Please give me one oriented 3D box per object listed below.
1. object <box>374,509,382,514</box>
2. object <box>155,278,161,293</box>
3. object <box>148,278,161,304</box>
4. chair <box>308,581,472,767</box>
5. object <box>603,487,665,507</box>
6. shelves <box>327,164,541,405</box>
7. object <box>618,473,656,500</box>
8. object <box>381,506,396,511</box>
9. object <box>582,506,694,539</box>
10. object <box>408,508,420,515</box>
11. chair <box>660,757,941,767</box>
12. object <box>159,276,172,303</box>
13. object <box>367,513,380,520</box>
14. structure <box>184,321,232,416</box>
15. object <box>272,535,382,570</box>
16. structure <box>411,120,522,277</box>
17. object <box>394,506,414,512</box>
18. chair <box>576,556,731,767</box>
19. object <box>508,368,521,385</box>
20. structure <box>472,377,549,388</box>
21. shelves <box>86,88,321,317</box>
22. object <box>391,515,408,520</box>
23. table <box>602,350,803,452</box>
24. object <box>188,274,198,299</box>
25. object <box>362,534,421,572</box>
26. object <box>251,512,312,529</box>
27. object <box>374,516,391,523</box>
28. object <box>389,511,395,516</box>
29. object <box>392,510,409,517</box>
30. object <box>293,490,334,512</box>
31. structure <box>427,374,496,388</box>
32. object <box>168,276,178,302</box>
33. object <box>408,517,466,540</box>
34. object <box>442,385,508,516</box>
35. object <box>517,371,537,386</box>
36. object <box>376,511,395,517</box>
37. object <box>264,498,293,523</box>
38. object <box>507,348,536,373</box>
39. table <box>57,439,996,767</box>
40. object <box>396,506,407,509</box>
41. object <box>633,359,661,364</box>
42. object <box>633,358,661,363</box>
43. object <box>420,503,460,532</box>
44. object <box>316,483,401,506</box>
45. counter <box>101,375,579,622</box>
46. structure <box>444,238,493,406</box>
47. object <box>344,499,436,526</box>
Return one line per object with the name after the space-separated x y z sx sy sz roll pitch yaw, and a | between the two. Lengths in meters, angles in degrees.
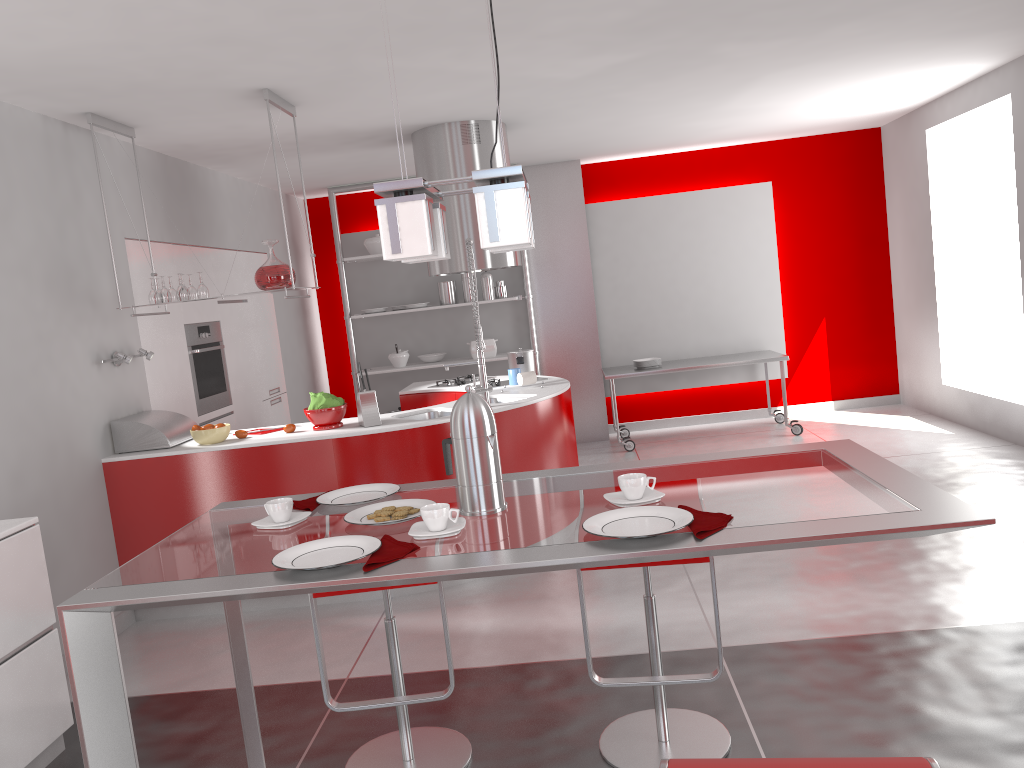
-0.306 0.301 2.088 0.036 0.006 0.034 -6 6 4 | object
-1.892 -0.495 4.754 0.060 0.141 0.060 -6 6 4 | object
-1.887 -0.486 4.668 0.060 0.141 0.060 -6 6 4 | object
-0.387 0.812 2.883 0.418 0.857 0.460 -7 6 -1 | chair
0.267 0.249 1.936 0.119 0.016 0.119 -8 6 -16 | object
-0.659 -0.576 8.051 1.735 2.599 0.535 -6 6 4 | shelves
0.271 0.225 1.931 0.078 0.049 0.062 -4 7 27 | object
-0.290 0.293 2.082 0.034 0.006 0.036 -7 6 -7 | object
0.245 0.273 1.725 0.217 0.015 0.217 -3 7 28 | object
-0.233 0.295 2.057 0.034 0.006 0.036 -4 7 25 | object
0.431 0.890 1.218 0.418 0.857 0.460 -5 6 12 | chair
-1.809 -0.490 4.613 0.060 0.141 0.060 -9 6 -19 | object
-0.318 0.306 2.052 0.036 0.006 0.034 -8 6 -12 | object
-2.026 -0.118 5.980 0.050 0.589 0.599 -6 6 4 | structure
-0.367 0.340 1.764 0.217 0.015 0.217 -9 6 -20 | object
-0.305 -1.243 6.051 0.644 0.958 0.644 -10 7 -29 | structure
-0.252 0.291 2.063 0.036 0.006 0.034 -4 7 28 | object
0.442 0.722 2.816 0.418 0.857 0.460 -6 6 9 | chair
0.013 -0.047 5.615 0.080 0.100 0.109 -9 6 -23 | object
-0.015 -0.026 5.946 0.457 0.037 0.303 -9 6 -21 | structure
-1.580 -0.914 4.637 0.934 1.023 0.462 -6 6 4 | shelves
-0.256 0.302 2.019 0.034 0.006 0.036 -6 6 8 | object
1.652 0.142 7.892 1.627 0.682 0.749 -6 6 5 | table
-1.712 -0.514 4.734 0.060 0.141 0.060 -6 6 4 | object
-0.229 0.327 1.751 0.095 0.012 0.234 -6 6 3 | object
-0.547 0.325 2.108 0.119 0.016 0.119 -4 6 24 | object
-0.295 0.307 2.017 0.036 0.006 0.034 -8 6 -17 | object
-0.274 0.300 2.058 0.036 0.006 0.034 -4 6 22 | object
-0.254 0.295 2.022 0.034 0.006 0.036 -5 6 16 | object
-0.530 0.305 2.300 0.095 0.012 0.234 -6 6 4 | object
-0.356 -0.029 6.357 0.303 0.037 0.457 -3 7 34 | structure
-1.810 -0.500 4.717 0.060 0.141 0.060 -6 6 4 | object
-0.156 0.306 1.865 0.119 0.016 0.119 -6 6 2 | object
-0.098 0.146 2.006 0.149 0.287 0.113 -5 6 12 | object
0.086 -0.035 5.507 0.100 0.080 0.109 -9 7 -26 | object
-0.291 0.298 2.039 0.036 0.006 0.034 -1 8 41 | object
-0.557 0.303 2.106 0.078 0.049 0.062 -6 6 4 | object
0.065 -0.149 5.966 0.189 0.185 0.218 -11 7 -33 | object
0.074 0.773 2.040 1.700 1.000 0.800 -6 6 4 | table
-0.262 0.295 2.092 0.036 0.006 0.034 -6 6 4 | object
1.195 -0.196 7.841 0.228 0.020 0.228 -8 6 -14 | object
1.194 -0.206 7.840 0.228 0.020 0.228 -8 6 -14 | object
-0.154 0.282 1.857 0.078 0.049 0.062 -1 8 44 | object
-0.394 0.289 2.283 0.217 0.015 0.217 -2 8 40 | object
-0.709 0.584 5.321 1.868 0.880 2.865 -2 7 38 | counter
-0.228 -0.330 4.812 0.308 0.920 0.178 -12 8 -42 | structure
-0.279 0.300 2.047 0.217 0.015 0.217 -1 8 41 | object
